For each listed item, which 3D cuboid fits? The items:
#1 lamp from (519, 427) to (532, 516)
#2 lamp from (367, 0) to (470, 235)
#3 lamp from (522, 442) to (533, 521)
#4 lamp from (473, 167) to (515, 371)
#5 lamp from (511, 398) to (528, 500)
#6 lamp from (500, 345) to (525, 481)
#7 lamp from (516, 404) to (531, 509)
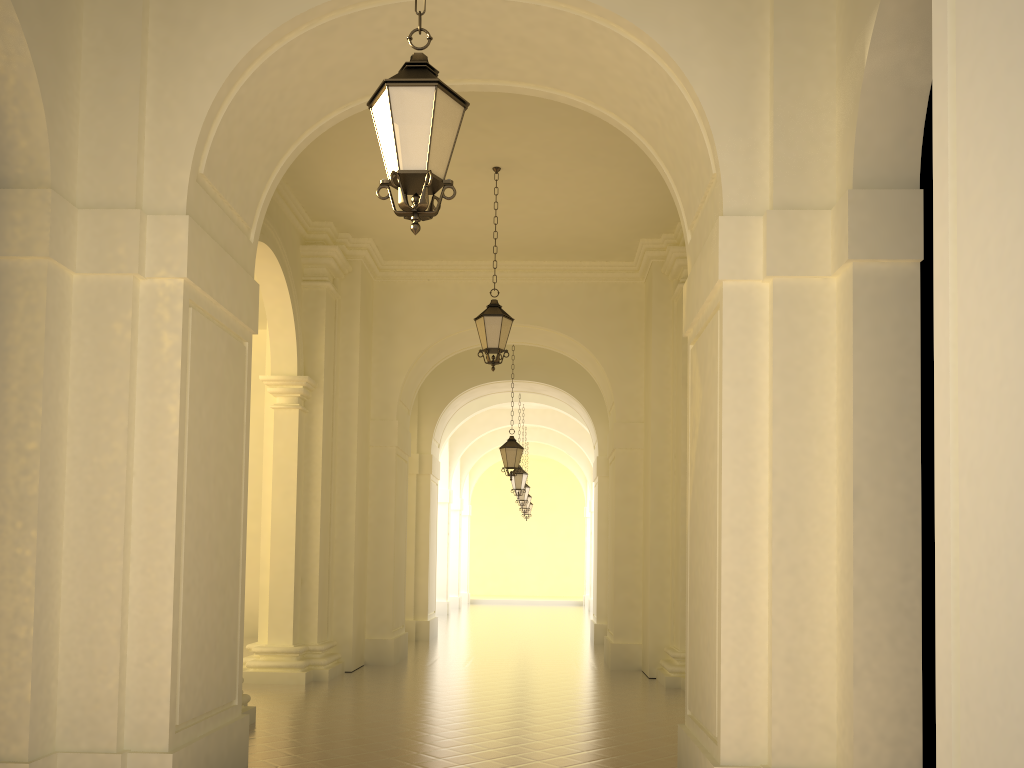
[{"bbox_3d":[0.456,2.875,30.025,0.510,3.283,0.446,1,-3,2],"label":"lamp"},{"bbox_3d":[-0.446,-2.364,4.346,0.443,3.283,0.512,2,-3,-28],"label":"lamp"},{"bbox_3d":[0.589,3.649,33.822,0.510,3.283,0.446,1,-3,2],"label":"lamp"},{"bbox_3d":[-0.212,-1.421,10.844,0.443,2.545,0.513,-1,-3,32],"label":"lamp"},{"bbox_3d":[0.185,1.301,22.313,0.510,3.283,0.446,1,-3,2],"label":"lamp"},{"bbox_3d":[0.008,0.272,17.271,0.443,3.283,0.512,2,-3,-28],"label":"lamp"},{"bbox_3d":[0.322,2.095,26.204,0.510,3.283,0.446,1,-3,2],"label":"lamp"}]
